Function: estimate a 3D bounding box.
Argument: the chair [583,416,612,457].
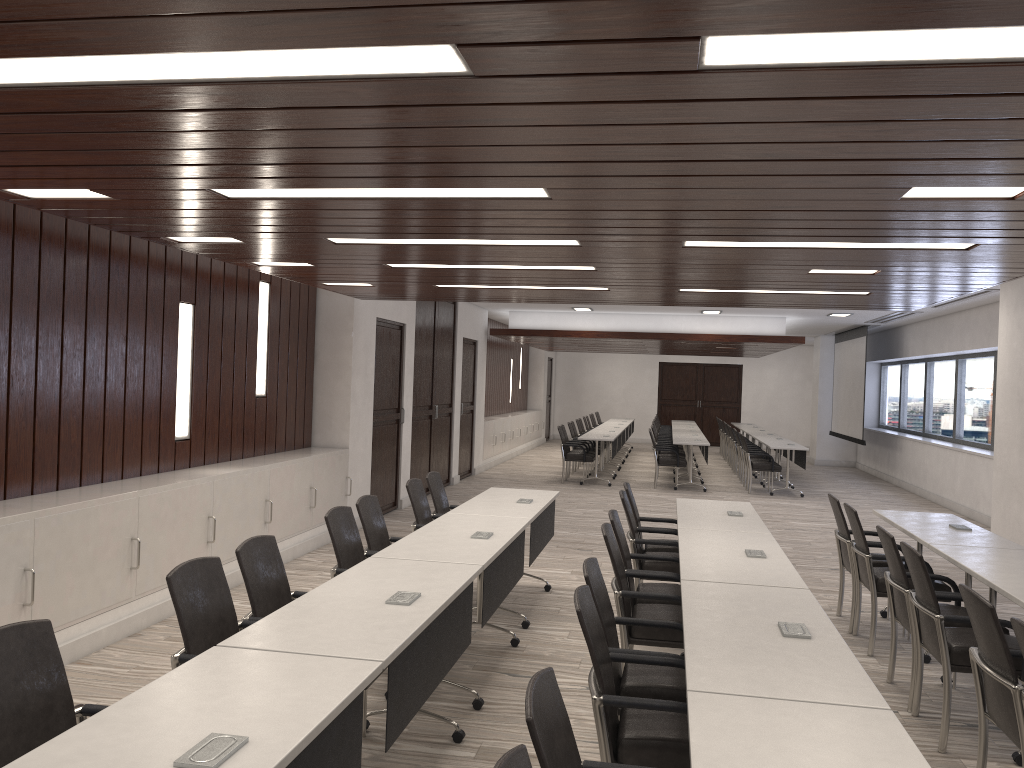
[{"bbox_3d":[1.847,1.187,19.356,0.638,0.939,0.513,2,0,10],"label":"chair"}]

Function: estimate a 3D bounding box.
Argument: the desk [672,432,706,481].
[{"bbox_3d":[3.228,1.324,16.290,0.577,0.795,1.509,2,0,10],"label":"desk"}]

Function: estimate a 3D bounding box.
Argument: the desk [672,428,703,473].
[{"bbox_3d":[3.493,1.326,17.780,0.577,0.795,1.509,2,0,10],"label":"desk"}]

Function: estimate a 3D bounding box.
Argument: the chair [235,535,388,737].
[{"bbox_3d":[-0.881,1.168,3.934,0.638,0.939,0.513,2,0,9],"label":"chair"}]

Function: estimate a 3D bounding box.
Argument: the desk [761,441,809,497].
[{"bbox_3d":[4.434,1.377,14.529,0.577,0.795,1.509,2,0,10],"label":"desk"}]

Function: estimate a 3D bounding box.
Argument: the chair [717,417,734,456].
[{"bbox_3d":[5.348,1.300,21.825,0.638,0.939,0.513,2,0,11],"label":"chair"}]

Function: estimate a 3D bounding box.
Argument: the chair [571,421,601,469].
[{"bbox_3d":[1.419,1.184,16.887,0.638,0.939,0.513,2,0,11],"label":"chair"}]

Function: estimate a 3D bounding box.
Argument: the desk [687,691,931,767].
[{"bbox_3d":[0.658,1.306,1.844,0.577,0.795,1.509,2,0,10],"label":"desk"}]

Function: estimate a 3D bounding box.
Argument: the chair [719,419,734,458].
[{"bbox_3d":[5.177,1.299,20.850,0.638,0.939,0.513,2,0,10],"label":"chair"}]

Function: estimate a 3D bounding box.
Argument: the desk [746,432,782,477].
[{"bbox_3d":[4.966,1.380,17.518,0.577,0.795,1.509,2,0,10],"label":"desk"}]

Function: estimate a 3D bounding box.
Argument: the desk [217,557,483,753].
[{"bbox_3d":[-0.570,1.253,3.609,0.577,0.795,1.509,2,0,10],"label":"desk"}]

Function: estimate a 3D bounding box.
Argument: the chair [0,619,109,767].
[{"bbox_3d":[-1.160,1.166,2.442,0.638,0.939,0.513,2,0,10],"label":"chair"}]

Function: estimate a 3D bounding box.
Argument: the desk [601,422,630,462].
[{"bbox_3d":[2.265,1.273,19.545,0.577,0.795,1.509,2,0,10],"label":"desk"}]

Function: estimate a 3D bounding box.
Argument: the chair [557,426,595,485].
[{"bbox_3d":[1.065,1.182,14.859,0.638,0.939,0.513,2,0,11],"label":"chair"}]

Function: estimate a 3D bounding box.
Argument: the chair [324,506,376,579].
[{"bbox_3d":[-0.705,1.169,4.913,0.638,0.939,0.513,2,0,10],"label":"chair"}]

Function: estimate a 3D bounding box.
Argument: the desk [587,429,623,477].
[{"bbox_3d":[1.733,1.269,16.556,0.577,0.795,1.509,2,0,10],"label":"desk"}]

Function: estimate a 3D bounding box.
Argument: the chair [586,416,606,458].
[{"bbox_3d":[1.954,1.188,19.869,0.638,0.939,0.513,2,0,9],"label":"chair"}]

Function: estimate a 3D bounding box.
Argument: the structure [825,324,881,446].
[{"bbox_3d":[6.795,-0.037,17.938,0.438,2.329,3.550,2,0,10],"label":"structure"}]

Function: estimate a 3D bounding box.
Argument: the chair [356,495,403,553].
[{"bbox_3d":[-0.629,1.170,5.428,0.638,0.939,0.513,2,0,9],"label":"chair"}]

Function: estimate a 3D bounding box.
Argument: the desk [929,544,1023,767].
[{"bbox_3d":[2.665,1.364,4.583,0.577,0.795,1.509,2,0,10],"label":"desk"}]

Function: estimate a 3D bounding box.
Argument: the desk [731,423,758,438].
[{"bbox_3d":[5.767,1.386,22.018,0.577,0.795,1.509,2,0,10],"label":"desk"}]

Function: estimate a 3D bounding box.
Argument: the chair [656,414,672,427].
[{"bbox_3d":[3.968,1.246,22.602,0.638,0.939,0.513,2,0,9],"label":"chair"}]

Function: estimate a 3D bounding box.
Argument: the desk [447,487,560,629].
[{"bbox_3d":[-0.036,1.257,6.610,0.577,0.795,1.509,2,0,10],"label":"desk"}]

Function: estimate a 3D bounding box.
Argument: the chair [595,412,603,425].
[{"bbox_3d":[2.392,1.191,22.350,0.638,0.939,0.513,2,0,10],"label":"chair"}]

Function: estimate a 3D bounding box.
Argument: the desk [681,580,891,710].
[{"bbox_3d":[0.925,1.308,3.343,0.577,0.795,1.509,2,0,10],"label":"desk"}]

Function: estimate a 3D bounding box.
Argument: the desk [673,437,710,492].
[{"bbox_3d":[2.961,1.322,14.791,0.577,0.795,1.509,2,0,10],"label":"desk"}]

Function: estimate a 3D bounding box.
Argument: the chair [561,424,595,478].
[{"bbox_3d":[1.148,1.182,15.375,0.638,0.939,0.513,2,0,10],"label":"chair"}]

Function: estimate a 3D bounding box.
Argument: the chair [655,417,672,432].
[{"bbox_3d":[3.616,1.244,20.595,0.638,0.939,0.513,2,0,10],"label":"chair"}]

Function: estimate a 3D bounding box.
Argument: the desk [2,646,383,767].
[{"bbox_3d":[-0.837,1.251,2.110,0.577,0.795,1.509,2,0,10],"label":"desk"}]

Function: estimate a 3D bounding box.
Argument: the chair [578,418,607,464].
[{"bbox_3d":[1.679,1.186,18.361,0.638,0.939,0.513,2,0,10],"label":"chair"}]

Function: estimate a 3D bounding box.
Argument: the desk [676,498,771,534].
[{"bbox_3d":[1.459,1.312,6.344,0.577,0.795,1.509,2,0,10],"label":"desk"}]

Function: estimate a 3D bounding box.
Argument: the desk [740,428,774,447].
[{"bbox_3d":[5.233,1.382,19.017,0.577,0.795,1.509,2,0,10],"label":"desk"}]

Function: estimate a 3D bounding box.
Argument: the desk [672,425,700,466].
[{"bbox_3d":[3.760,1.328,19.279,0.577,0.795,1.509,2,0,10],"label":"desk"}]

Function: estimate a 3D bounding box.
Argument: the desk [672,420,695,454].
[{"bbox_3d":[4.294,1.332,22.280,0.577,0.795,1.509,2,0,10],"label":"desk"}]

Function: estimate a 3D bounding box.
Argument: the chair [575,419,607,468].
[{"bbox_3d":[1.582,1.185,17.851,0.638,0.939,0.513,2,0,11],"label":"chair"}]

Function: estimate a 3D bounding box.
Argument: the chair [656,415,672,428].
[{"bbox_3d":[3.894,1.246,22.089,0.638,0.939,0.513,2,0,10],"label":"chair"}]

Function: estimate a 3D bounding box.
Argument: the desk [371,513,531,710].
[{"bbox_3d":[-0.303,1.255,5.111,0.577,0.795,1.509,2,0,10],"label":"desk"}]

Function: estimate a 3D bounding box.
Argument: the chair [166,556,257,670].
[{"bbox_3d":[-0.974,1.168,3.411,0.638,0.939,0.513,2,0,11],"label":"chair"}]

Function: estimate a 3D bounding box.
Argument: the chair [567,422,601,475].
[{"bbox_3d":[1.325,1.183,16.362,0.638,0.939,0.513,2,0,10],"label":"chair"}]

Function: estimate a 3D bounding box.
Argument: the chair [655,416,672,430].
[{"bbox_3d":[3.715,1.245,21.105,0.638,0.939,0.513,2,0,11],"label":"chair"}]

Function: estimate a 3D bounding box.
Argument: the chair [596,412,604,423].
[{"bbox_3d":[2.481,1.191,22.866,0.638,0.939,0.513,2,0,11],"label":"chair"}]

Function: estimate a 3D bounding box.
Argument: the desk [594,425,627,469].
[{"bbox_3d":[1.998,1.271,18.046,0.577,0.795,1.509,2,0,10],"label":"desk"}]

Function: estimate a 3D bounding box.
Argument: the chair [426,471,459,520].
[{"bbox_3d":[-0.356,1.172,6.935,0.638,0.939,0.513,2,0,10],"label":"chair"}]

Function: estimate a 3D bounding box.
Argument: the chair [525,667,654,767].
[{"bbox_3d":[0.339,1.221,2.165,0.638,0.939,0.513,2,0,10],"label":"chair"}]

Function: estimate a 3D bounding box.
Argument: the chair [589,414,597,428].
[{"bbox_3d":[2.118,1.189,20.854,0.638,0.939,0.513,2,0,9],"label":"chair"}]

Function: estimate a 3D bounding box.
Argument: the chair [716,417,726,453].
[{"bbox_3d":[5.447,1.301,22.337,0.638,0.939,0.513,2,0,10],"label":"chair"}]

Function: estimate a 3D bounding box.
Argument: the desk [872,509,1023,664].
[{"bbox_3d":[2.932,1.366,6.082,0.577,0.795,1.509,2,0,10],"label":"desk"}]

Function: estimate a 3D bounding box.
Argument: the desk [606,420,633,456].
[{"bbox_3d":[2.532,1.274,21.047,0.577,0.795,1.509,2,0,10],"label":"desk"}]

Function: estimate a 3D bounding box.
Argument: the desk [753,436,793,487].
[{"bbox_3d":[4.701,1.379,16.028,0.577,0.795,1.509,2,0,10],"label":"desk"}]

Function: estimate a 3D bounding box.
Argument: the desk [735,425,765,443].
[{"bbox_3d":[5.500,1.384,20.519,0.577,0.795,1.509,2,0,10],"label":"desk"}]

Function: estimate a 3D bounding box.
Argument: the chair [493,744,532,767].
[{"bbox_3d":[0.257,1.221,1.652,0.638,0.939,0.513,2,0,10],"label":"chair"}]

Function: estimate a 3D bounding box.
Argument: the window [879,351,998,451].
[{"bbox_3d":[7.216,0.243,14.303,0.118,1.419,10.452,2,0,10],"label":"window"}]

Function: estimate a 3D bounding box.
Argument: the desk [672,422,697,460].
[{"bbox_3d":[4.027,1.330,20.781,0.577,0.795,1.509,2,0,10],"label":"desk"}]

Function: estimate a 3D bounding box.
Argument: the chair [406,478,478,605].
[{"bbox_3d":[-0.448,1.171,6.413,0.638,0.939,0.513,2,0,9],"label":"chair"}]

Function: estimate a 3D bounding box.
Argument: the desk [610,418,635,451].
[{"bbox_3d":[2.799,1.276,22.546,0.577,0.795,1.509,2,0,10],"label":"desk"}]

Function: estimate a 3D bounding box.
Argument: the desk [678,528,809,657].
[{"bbox_3d":[1.192,1.310,4.845,0.577,0.795,1.509,2,0,10],"label":"desk"}]

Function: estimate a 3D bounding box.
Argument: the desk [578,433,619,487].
[{"bbox_3d":[1.467,1.267,15.057,0.577,0.795,1.509,2,0,10],"label":"desk"}]

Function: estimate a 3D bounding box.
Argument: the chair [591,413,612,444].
[{"bbox_3d":[2.210,1.189,21.372,0.638,0.939,0.513,2,0,11],"label":"chair"}]
